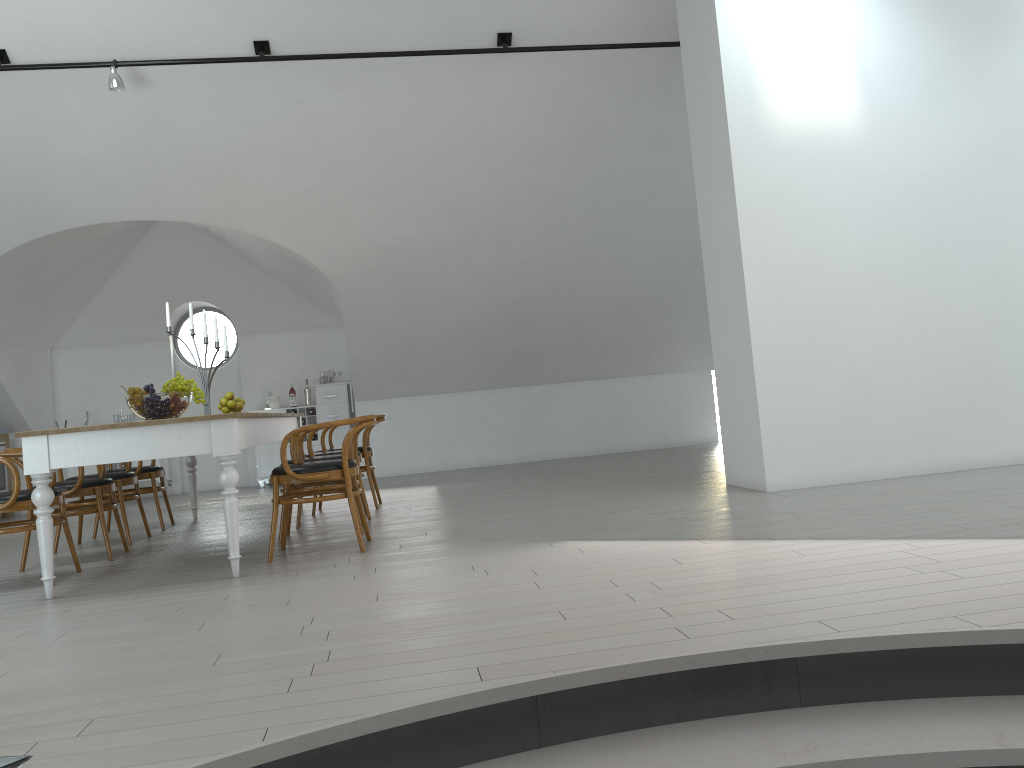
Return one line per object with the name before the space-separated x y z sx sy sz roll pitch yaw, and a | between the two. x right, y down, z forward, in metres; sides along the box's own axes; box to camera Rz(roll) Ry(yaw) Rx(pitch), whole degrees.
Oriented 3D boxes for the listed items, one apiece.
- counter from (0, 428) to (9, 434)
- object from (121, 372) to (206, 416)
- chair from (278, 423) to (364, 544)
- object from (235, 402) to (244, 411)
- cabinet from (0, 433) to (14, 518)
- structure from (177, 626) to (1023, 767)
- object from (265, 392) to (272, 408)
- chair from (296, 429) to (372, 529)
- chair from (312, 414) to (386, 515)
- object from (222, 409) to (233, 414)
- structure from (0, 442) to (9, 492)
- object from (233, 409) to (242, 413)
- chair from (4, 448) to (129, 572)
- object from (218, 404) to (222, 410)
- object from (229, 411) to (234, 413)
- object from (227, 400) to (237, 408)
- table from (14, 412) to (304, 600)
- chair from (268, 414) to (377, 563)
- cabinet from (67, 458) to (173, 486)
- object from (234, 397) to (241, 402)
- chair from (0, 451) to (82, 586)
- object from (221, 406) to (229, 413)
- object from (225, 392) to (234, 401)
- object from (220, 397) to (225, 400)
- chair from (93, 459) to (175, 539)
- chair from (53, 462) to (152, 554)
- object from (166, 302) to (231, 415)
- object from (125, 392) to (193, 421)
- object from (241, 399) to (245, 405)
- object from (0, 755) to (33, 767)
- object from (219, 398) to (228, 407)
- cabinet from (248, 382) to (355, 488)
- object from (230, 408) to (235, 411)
counter | -5.543 0.163 6.475 0.962 0.620 6.565 -5 -1 -8
object | -1.993 0.075 5.069 0.394 0.285 0.292 -4 -3 -44
chair | -1.178 0.590 5.659 0.621 0.736 0.526 -5 -2 -8
object | -2.122 0.173 6.890 0.071 0.072 0.070 -3 -3 -43
cabinet | -5.435 0.975 6.363 1.004 1.023 6.418 -5 -1 -8
structure | 0.787 1.001 0.144 4.701 0.694 4.712 -6 -2 37
object | -2.992 0.197 10.876 0.115 0.209 0.065 -5 -3 -6
chair | -1.261 0.614 6.380 0.622 0.736 0.526 -5 -2 -13
chair | -1.292 0.632 7.104 0.621 0.736 0.526 -5 -2 -5
object | -2.219 0.225 6.920 0.078 0.074 0.080 -7 -3 37
structure | -5.666 0.947 9.171 0.631 0.637 0.631 -5 -2 -8
object | -2.147 0.226 6.936 0.063 0.063 0.064 -5 -2 3
chair | -2.768 0.734 5.480 0.621 0.736 0.526 -5 -2 -11
object | -2.264 0.179 6.917 0.062 0.059 0.062 -5 -2 -4
object | -2.172 0.234 6.870 0.050 0.050 0.051 -5 -2 -4
object | -2.164 0.156 6.844 0.071 0.064 0.072 -5 -2 -15
table | -2.022 0.637 5.859 1.019 0.800 3.343 -5 -1 -8
chair | -1.038 0.562 4.946 0.621 0.736 0.526 -5 -2 -5
cabinet | -4.578 0.859 10.245 1.135 0.790 0.496 -5 -2 -8
object | -2.146 0.131 6.919 0.058 0.057 0.053 -6 -2 7
chair | -2.728 0.714 4.755 0.621 0.736 0.526 -5 -2 -8
object | -2.215 0.198 6.847 0.060 0.056 0.059 -5 -2 -13
object | -2.200 0.096 6.906 0.072 0.074 0.072 -5 -2 -8
object | -2.261 0.134 6.954 0.062 0.060 0.062 -5 -2 -7
chair | -3.015 0.788 6.908 0.621 0.736 0.526 -5 -2 -11
chair | -2.926 0.764 6.191 0.621 0.736 0.526 -5 -2 -5
object | -2.132 -0.187 6.066 0.266 0.876 0.773 -3 -3 -34
object | -2.014 0.140 5.077 0.360 0.160 0.359 -4 -2 -28
object | -2.129 0.147 6.973 0.062 0.063 0.063 -7 -3 44
object | -0.791 0.715 1.188 0.320 0.563 0.320 -4 -3 -35
object | -2.233 0.146 6.871 0.066 0.071 0.072 -4 -3 -39
cabinet | -2.511 0.611 10.738 1.243 1.155 0.609 -5 -3 -8
object | -2.184 0.175 6.979 0.076 0.076 0.076 -3 -3 -41
